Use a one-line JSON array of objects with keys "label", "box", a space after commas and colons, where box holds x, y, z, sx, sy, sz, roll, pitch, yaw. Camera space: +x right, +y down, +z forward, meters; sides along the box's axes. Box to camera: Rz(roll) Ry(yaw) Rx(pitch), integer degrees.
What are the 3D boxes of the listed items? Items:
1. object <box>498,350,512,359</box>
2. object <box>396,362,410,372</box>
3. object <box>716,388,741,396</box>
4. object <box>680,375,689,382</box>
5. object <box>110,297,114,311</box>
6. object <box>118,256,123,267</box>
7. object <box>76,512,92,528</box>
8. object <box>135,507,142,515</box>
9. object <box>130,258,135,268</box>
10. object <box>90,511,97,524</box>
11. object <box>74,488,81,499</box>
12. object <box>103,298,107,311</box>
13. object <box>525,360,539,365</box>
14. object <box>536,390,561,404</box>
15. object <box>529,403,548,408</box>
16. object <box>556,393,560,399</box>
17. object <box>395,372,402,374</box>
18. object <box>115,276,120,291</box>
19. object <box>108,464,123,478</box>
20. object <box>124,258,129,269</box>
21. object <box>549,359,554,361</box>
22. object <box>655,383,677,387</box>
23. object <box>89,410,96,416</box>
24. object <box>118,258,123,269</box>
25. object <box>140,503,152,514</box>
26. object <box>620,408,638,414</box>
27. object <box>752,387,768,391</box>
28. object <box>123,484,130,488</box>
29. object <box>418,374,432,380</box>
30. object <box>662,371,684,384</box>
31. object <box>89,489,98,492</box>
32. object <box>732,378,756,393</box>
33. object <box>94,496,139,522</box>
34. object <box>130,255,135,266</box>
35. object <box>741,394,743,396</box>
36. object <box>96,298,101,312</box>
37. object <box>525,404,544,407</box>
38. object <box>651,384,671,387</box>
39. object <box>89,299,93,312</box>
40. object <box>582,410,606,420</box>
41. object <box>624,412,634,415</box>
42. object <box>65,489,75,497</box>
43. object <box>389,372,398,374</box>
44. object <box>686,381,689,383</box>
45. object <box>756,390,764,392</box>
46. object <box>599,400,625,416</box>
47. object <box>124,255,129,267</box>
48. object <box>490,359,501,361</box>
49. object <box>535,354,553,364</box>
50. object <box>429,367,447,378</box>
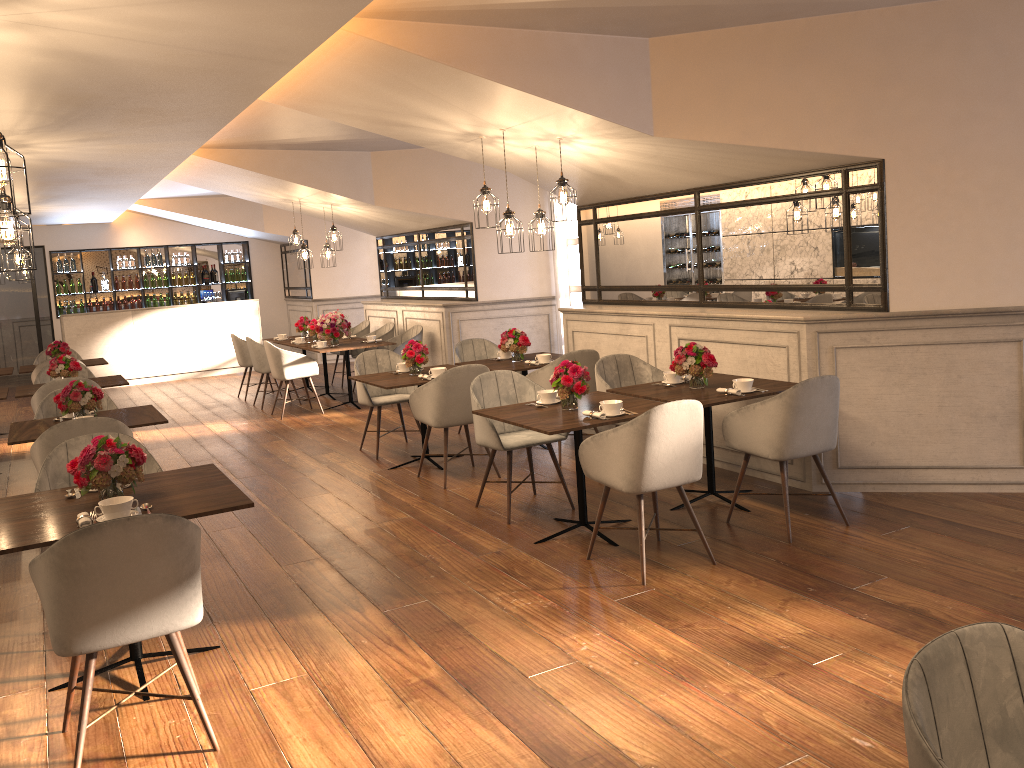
[{"label": "object", "box": [-0.060, -0.257, 7.783, 0.148, 0.072, 0.149, 0, 9, 29]}, {"label": "object", "box": [-0.889, -0.137, 7.339, 0.148, 0.072, 0.149, 0, 9, 29]}, {"label": "object", "box": [1.267, 0.043, 5.174, 0.056, 0.039, 0.176, -8, 9, -28]}, {"label": "object", "box": [1.146, -0.038, 5.800, 0.056, 0.039, 0.176, -8, 9, -28]}, {"label": "object", "box": [-6.988, -1.388, 15.455, 0.066, 0.260, 0.066, 0, 7, 40]}, {"label": "object", "box": [-6.845, -2.137, 15.461, 0.069, 0.207, 0.040, -7, 6, -28]}, {"label": "object", "box": [-1.593, 0.507, 3.297, 0.056, 0.039, 0.176, -8, 9, -28]}, {"label": "object", "box": [-1.436, 0.498, 3.412, 0.022, 0.004, 0.211, -8, 9, -28]}, {"label": "object", "box": [-6.667, -2.127, 15.559, 0.070, 0.189, 0.041, -7, 6, -28]}, {"label": "object", "box": [-1.567, 0.509, 3.322, 0.025, 0.024, 0.193, -7, 9, -28]}, {"label": "object", "box": [-1.869, 0.470, 3.810, 0.022, 0.004, 0.211, -8, 9, -28]}, {"label": "object", "box": [-7.085, -1.374, 15.403, 0.066, 0.260, 0.066, 0, 7, 40]}, {"label": "object", "box": [0.163, -0.174, 7.213, 0.056, 0.039, 0.176, -8, 9, -28]}, {"label": "object", "box": [0.216, 0.080, 5.300, 0.148, 0.072, 0.149, 0, 9, 29]}, {"label": "object", "box": [0.162, 0.126, 5.243, 0.022, 0.004, 0.211, -8, 9, -28]}, {"label": "object", "box": [0.317, 0.082, 5.355, 0.056, 0.039, 0.176, -8, 9, -28]}, {"label": "object", "box": [-0.942, -0.091, 7.282, 0.022, 0.004, 0.211, -8, 9, -28]}, {"label": "object", "box": [-6.902, -1.763, 15.483, 0.066, 0.260, 0.066, 0, 7, 40]}, {"label": "object", "box": [-1.591, 0.343, 3.512, 0.077, 0.052, 0.050, 0, 7, 28]}, {"label": "object", "box": [-6.755, -2.114, 15.511, 0.070, 0.189, 0.041, -7, 6, -28]}, {"label": "object", "box": [0.353, -0.193, 7.338, 0.043, 0.015, 0.198, -9, 9, -31]}, {"label": "object", "box": [0.991, 0.006, 5.688, 0.022, 0.004, 0.211, -8, 9, -28]}, {"label": "object", "box": [-2.895, 0.194, 6.100, 0.056, 0.039, 0.176, -8, 9, -28]}, {"label": "object", "box": [-6.843, -2.101, 15.464, 0.070, 0.189, 0.041, -7, 6, -28]}, {"label": "object", "box": [-1.402, 0.488, 3.422, 0.043, 0.015, 0.198, -9, 9, -31]}, {"label": "object", "box": [0.629, 0.144, 4.855, 0.043, 0.015, 0.198, -9, 9, -31]}, {"label": "object", "box": [1.458, 0.024, 5.299, 0.043, 0.015, 0.198, -9, 9, -31]}, {"label": "object", "box": [-1.715, 0.426, 3.922, 0.056, 0.039, 0.176, -8, 9, -28]}, {"label": "object", "box": [-0.666, -0.053, 6.769, 0.056, 0.039, 0.176, -8, 9, -28]}, {"label": "object", "box": [1.045, -0.040, 5.744, 0.148, 0.072, 0.149, 0, 9, 29]}, {"label": "object", "box": [-1.816, 0.424, 3.867, 0.148, 0.072, 0.149, 2, 10, 39]}, {"label": "object", "box": [1.366, 0.012, 5.227, 0.148, 0.072, 0.149, 0, 9, 29]}, {"label": "object", "box": [-1.494, 0.476, 3.349, 0.148, 0.072, 0.149, 2, 10, 39]}, {"label": "object", "box": [-6.669, -2.163, 15.555, 0.069, 0.207, 0.040, -7, 6, -28]}, {"label": "object", "box": [1.293, 0.045, 5.200, 0.025, 0.024, 0.193, -7, 9, -28]}, {"label": "object", "box": [-7.182, -1.360, 15.351, 0.066, 0.260, 0.066, 0, 7, 40]}, {"label": "object", "box": [0.135, 0.124, 5.236, 0.043, 0.015, 0.198, -7, 9, -24]}, {"label": "object", "box": [0.963, 0.003, 5.680, 0.043, 0.015, 0.198, -7, 9, -24]}, {"label": "object", "box": [-7.279, -1.346, 15.299, 0.066, 0.260, 0.066, 0, 7, 40]}, {"label": "object", "box": [0.439, 0.163, 4.730, 0.056, 0.039, 0.176, -8, 9, -28]}, {"label": "object", "box": [0.595, 0.154, 4.845, 0.022, 0.004, 0.211, -8, 9, -28]}, {"label": "object", "box": [-1.904, 0.469, 3.799, 0.043, 0.015, 0.198, -9, 9, -31]}, {"label": "object", "box": [-0.970, -0.093, 7.275, 0.043, 0.015, 0.198, -7, 9, -24]}, {"label": "object", "box": [1.120, -0.026, 5.776, 0.025, 0.024, 0.193, -7, 9, -28]}, {"label": "object", "box": [1.424, 0.034, 5.289, 0.022, 0.004, 0.211, -8, 9, -28]}, {"label": "object", "box": [0.537, 0.132, 4.782, 0.148, 0.072, 0.149, 0, 9, 29]}, {"label": "object", "box": [-6.757, -2.150, 15.508, 0.069, 0.207, 0.040, -7, 6, -28]}, {"label": "object", "box": [-0.141, -0.214, 7.719, 0.043, 0.015, 0.198, -7, 9, -24]}, {"label": "object", "box": [0.261, -0.205, 7.266, 0.148, 0.072, 0.149, 0, 9, 29]}, {"label": "object", "box": [-0.568, -0.085, 6.821, 0.148, 0.072, 0.149, 0, 9, 29]}]
